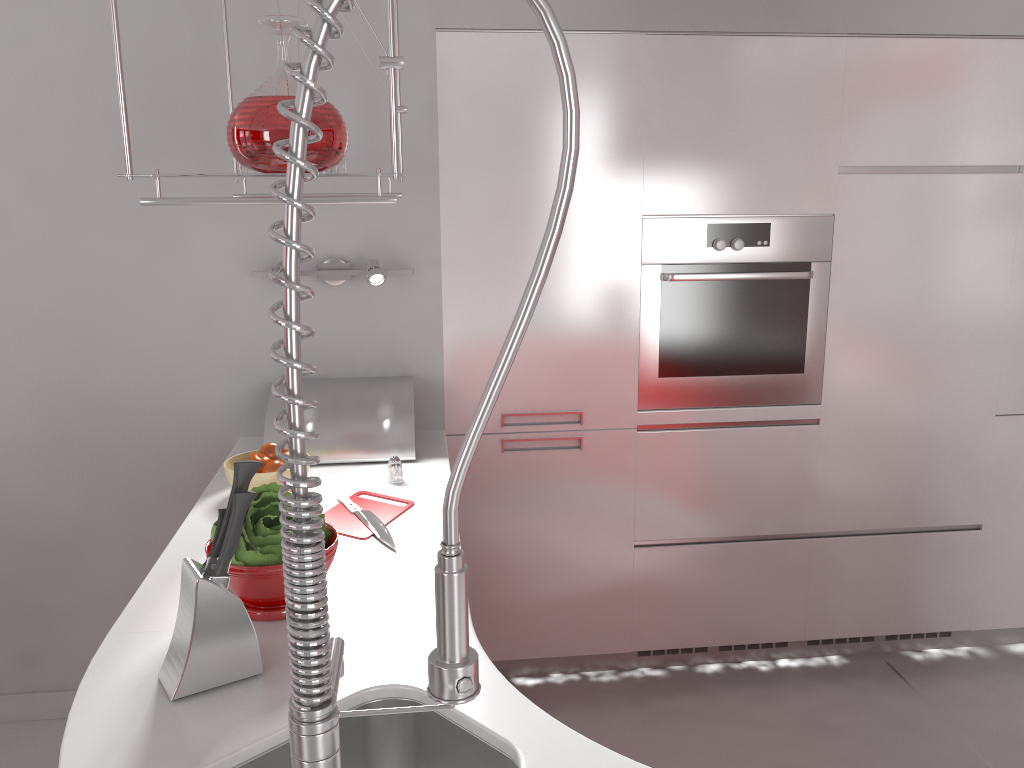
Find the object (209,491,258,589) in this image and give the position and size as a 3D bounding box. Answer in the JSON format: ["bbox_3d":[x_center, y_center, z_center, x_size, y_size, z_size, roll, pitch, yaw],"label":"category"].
[{"bbox_3d":[-0.430,0.299,1.308,0.130,0.279,0.012,-9,15,-34],"label":"object"}]

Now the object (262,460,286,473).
[{"bbox_3d":[-0.562,0.205,2.108,0.062,0.049,0.066,0,13,2],"label":"object"}]

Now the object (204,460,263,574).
[{"bbox_3d":[-0.438,0.278,1.331,0.150,0.322,0.014,-9,15,-34],"label":"object"}]

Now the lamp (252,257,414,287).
[{"bbox_3d":[-0.504,-0.311,2.496,0.454,0.081,0.155,-2,13,-6],"label":"lamp"}]

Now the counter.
[{"bbox_3d":[0.188,0.841,1.580,2.865,0.880,1.868,6,14,27],"label":"counter"}]

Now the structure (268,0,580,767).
[{"bbox_3d":[-0.122,0.106,0.750,0.308,0.920,0.178,9,16,36],"label":"structure"}]

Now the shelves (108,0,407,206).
[{"bbox_3d":[-0.457,-0.893,1.794,0.462,1.023,0.934,-2,13,-6],"label":"shelves"}]

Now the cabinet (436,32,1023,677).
[{"bbox_3d":[0.953,-0.091,3.103,2.398,2.026,0.614,-2,13,-6],"label":"cabinet"}]

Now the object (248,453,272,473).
[{"bbox_3d":[-0.608,0.195,2.152,0.062,0.052,0.065,-5,14,-21],"label":"object"}]

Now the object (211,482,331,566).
[{"bbox_3d":[-0.421,0.284,1.561,0.193,0.182,0.198,-1,13,-1],"label":"object"}]

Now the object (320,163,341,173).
[{"bbox_3d":[-0.431,-0.552,2.059,0.060,0.141,0.060,-2,13,-6],"label":"object"}]

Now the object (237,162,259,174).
[{"bbox_3d":[-0.599,-0.543,2.021,0.060,0.141,0.060,-7,14,-29],"label":"object"}]

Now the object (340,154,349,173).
[{"bbox_3d":[-0.444,-0.592,2.236,0.060,0.141,0.060,-2,13,-6],"label":"object"}]

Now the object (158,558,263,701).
[{"bbox_3d":[-0.461,0.356,1.334,0.137,0.178,0.091,-8,15,-32],"label":"object"}]

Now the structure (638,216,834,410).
[{"bbox_3d":[0.689,-0.213,2.720,0.599,0.589,0.050,-2,13,-6],"label":"structure"}]

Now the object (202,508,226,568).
[{"bbox_3d":[-0.460,0.288,1.351,0.091,0.197,0.009,-9,15,-34],"label":"object"}]

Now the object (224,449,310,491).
[{"bbox_3d":[-0.590,0.226,2.151,0.201,0.086,0.201,-2,13,-5],"label":"object"}]

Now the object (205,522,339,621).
[{"bbox_3d":[-0.423,0.333,1.583,0.228,0.118,0.229,-9,15,-34],"label":"object"}]

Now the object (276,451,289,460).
[{"bbox_3d":[-0.550,0.190,2.172,0.062,0.049,0.066,-2,13,-9],"label":"object"}]

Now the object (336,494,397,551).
[{"bbox_3d":[-0.315,0.299,1.961,0.041,0.008,0.375,-7,14,-29],"label":"object"}]

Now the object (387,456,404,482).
[{"bbox_3d":[-0.295,0.213,2.237,0.042,0.066,0.043,1,13,7],"label":"object"}]

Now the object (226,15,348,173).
[{"bbox_3d":[-0.404,-0.511,1.587,0.213,0.266,0.213,5,14,21],"label":"object"}]

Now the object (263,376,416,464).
[{"bbox_3d":[-0.476,0.096,2.502,0.400,0.170,0.300,-2,13,-6],"label":"object"}]

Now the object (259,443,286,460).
[{"bbox_3d":[-0.597,0.177,2.209,0.066,0.058,0.055,-5,13,-20],"label":"object"}]

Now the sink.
[{"bbox_3d":[-0.211,0.602,1.127,0.326,0.172,0.428,12,17,43],"label":"sink"}]

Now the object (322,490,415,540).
[{"bbox_3d":[-0.339,0.294,2.014,0.168,0.006,0.266,4,13,20],"label":"object"}]
